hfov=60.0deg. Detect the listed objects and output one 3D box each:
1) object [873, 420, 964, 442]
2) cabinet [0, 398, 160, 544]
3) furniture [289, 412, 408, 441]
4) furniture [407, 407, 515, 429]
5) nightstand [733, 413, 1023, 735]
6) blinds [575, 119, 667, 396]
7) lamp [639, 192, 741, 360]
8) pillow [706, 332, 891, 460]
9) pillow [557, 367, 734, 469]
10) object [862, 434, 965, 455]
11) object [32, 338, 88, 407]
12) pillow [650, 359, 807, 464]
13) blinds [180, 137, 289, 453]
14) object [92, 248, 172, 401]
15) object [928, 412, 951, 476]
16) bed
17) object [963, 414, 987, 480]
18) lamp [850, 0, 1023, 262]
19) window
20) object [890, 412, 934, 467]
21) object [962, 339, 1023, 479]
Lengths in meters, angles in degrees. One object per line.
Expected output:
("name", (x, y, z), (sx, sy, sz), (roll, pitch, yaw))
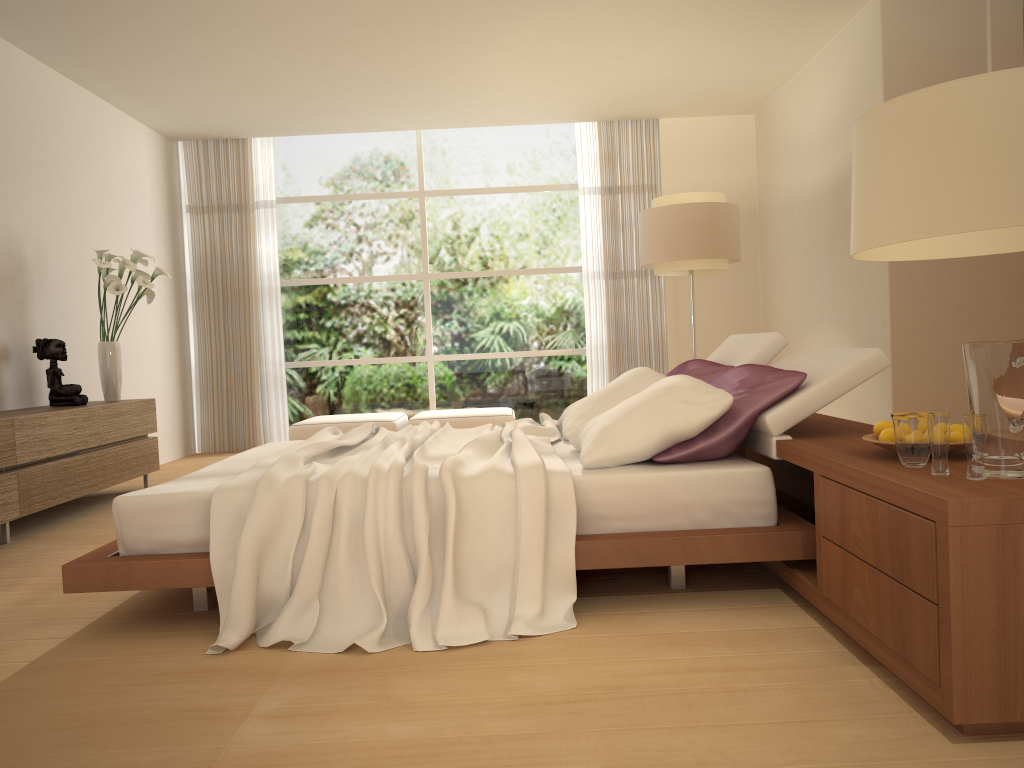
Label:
("object", (1.195, 0.152, 2.599), (0.230, 0.084, 0.259), (-4, 3, -30))
("cabinet", (-2.902, 0.522, 4.684), (0.588, 0.662, 3.713), (-3, 2, 0))
("furniture", (-1.481, 0.473, 8.213), (0.965, 0.346, 0.964), (-3, 2, 0))
("furniture", (-0.446, 0.425, 8.211), (0.965, 0.346, 0.964), (-3, 2, 0))
("nightstand", (1.183, 0.420, 4.007), (0.493, 0.539, 4.220), (-3, 2, 0))
("blinds", (1.094, -1.175, 8.808), (0.814, 3.351, 0.202), (-3, 2, -1))
("lamp", (1.432, -0.451, 7.003), (0.817, 2.018, 0.817), (-1, 3, 43))
("pillow", (1.105, -0.002, 3.993), (0.461, 0.457, 1.779), (-3, 2, -1))
("pillow", (0.511, 0.112, 3.981), (0.561, 0.339, 1.720), (-3, 2, 0))
("object", (1.202, 0.179, 2.584), (0.337, 0.053, 0.337), (-2, 2, 14))
("object", (-2.952, -0.079, 5.813), (0.282, 0.453, 0.181), (-3, 2, 0))
("pillow", (0.781, 0.085, 3.987), (0.575, 0.369, 1.683), (-3, 2, 0))
("blinds", (-2.785, -0.997, 8.867), (0.950, 3.352, 0.211), (-3, 2, -1))
("object", (-2.723, -0.428, 6.294), (0.515, 1.085, 0.608), (-5, 3, -42))
("object", (1.064, 0.149, 2.208), (0.052, 0.154, 0.052), (-2, 2, 18))
("bed", (-0.233, 0.474, 3.955), (2.535, 0.570, 2.599), (-3, 2, 0))
("object", (1.107, 0.151, 2.119), (0.052, 0.154, 0.052), (-2, 2, 18))
("lamp", (0.730, -1.419, 1.383), (0.451, 2.399, 0.451), (-3, 2, -2))
("window", (-0.884, -1.104, 9.120), (4.781, 3.371, 0.071), (-3, 2, 0))
("object", (1.070, 0.149, 2.364), (0.110, 0.141, 0.110), (-1, 3, 42))
("object", (1.192, 0.059, 2.147), (0.159, 0.328, 0.227), (-4, 3, -31))
